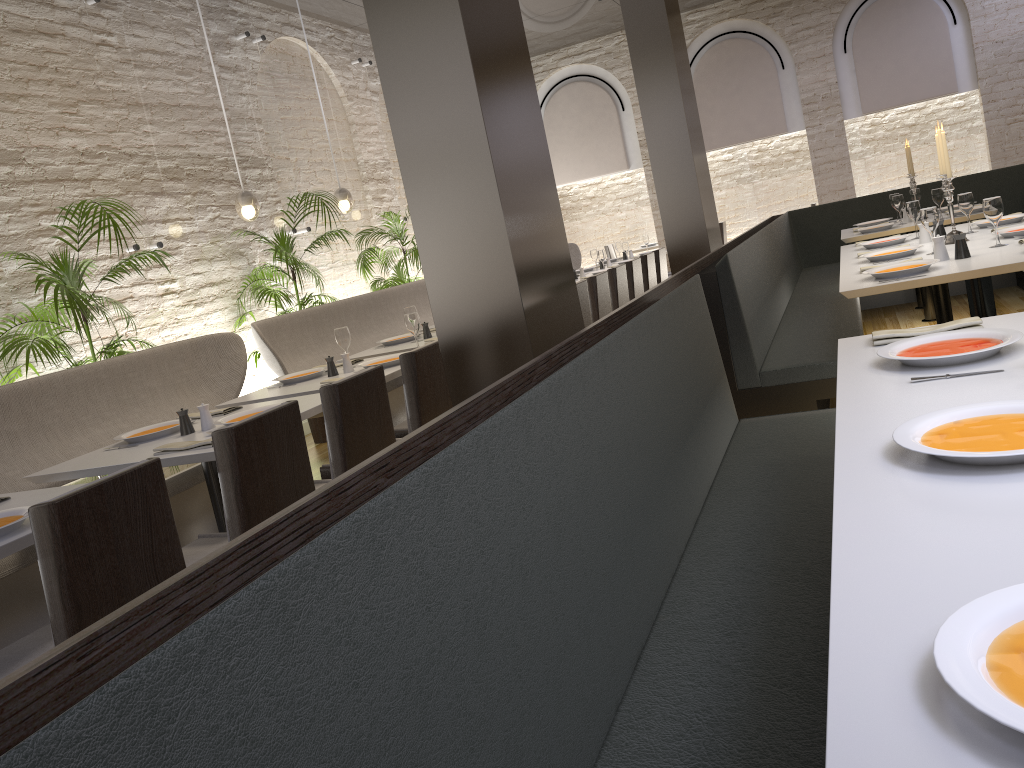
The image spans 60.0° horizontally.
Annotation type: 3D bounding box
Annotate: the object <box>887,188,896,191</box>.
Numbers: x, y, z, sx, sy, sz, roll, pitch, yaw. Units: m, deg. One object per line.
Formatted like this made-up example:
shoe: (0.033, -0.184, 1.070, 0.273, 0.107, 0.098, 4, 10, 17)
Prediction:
object: (3.823, -1.842, 8.891, 0.086, 0.230, 0.086, -17, 9, -38)

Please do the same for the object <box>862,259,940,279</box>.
object: (1.716, -0.501, 3.909, 0.321, 0.036, 0.324, -9, 9, 20)

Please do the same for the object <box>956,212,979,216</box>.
object: (3.322, -1.235, 6.425, 0.181, 0.015, 0.038, -8, 9, 23)

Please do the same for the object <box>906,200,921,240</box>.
object: (2.470, -1.005, 5.428, 0.086, 0.230, 0.087, -7, 8, 34)

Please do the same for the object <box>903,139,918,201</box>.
object: (3.172, -1.628, 7.023, 0.131, 0.654, 0.393, -8, 8, 33)

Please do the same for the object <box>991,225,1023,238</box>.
object: (2.581, -0.769, 4.433, 0.321, 0.036, 0.324, -4, 12, 41)

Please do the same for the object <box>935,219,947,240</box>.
object: (2.430, -0.875, 5.031, 0.068, 0.126, 0.069, -10, 7, 16)

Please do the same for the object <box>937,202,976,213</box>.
object: (3.643, -1.446, 7.278, 0.322, 0.036, 0.322, -15, 9, -19)

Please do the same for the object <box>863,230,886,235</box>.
object: (2.729, -1.140, 6.642, 0.185, 0.010, 0.017, -8, 9, 22)

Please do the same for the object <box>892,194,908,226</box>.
object: (3.021, -1.357, 6.905, 0.087, 0.230, 0.086, -16, 8, -32)

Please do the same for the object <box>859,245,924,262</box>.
object: (2.000, -0.683, 4.671, 0.321, 0.036, 0.324, -4, 12, 41)

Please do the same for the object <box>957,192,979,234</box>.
object: (2.605, -0.977, 5.067, 0.086, 0.230, 0.087, -7, 8, 34)

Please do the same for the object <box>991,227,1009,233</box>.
object: (2.725, -0.841, 4.740, 0.272, 0.033, 0.144, -8, 9, 22)

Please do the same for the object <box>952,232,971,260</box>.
object: (2.024, -0.624, 3.994, 0.069, 0.126, 0.068, -17, 9, -36)

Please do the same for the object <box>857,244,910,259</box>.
object: (2.095, -0.747, 4.996, 0.272, 0.033, 0.144, -8, 9, 22)

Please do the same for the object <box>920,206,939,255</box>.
object: (2.091, -0.763, 4.414, 0.086, 0.230, 0.087, -9, 7, 22)

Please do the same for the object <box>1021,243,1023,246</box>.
object: (2.296, -0.587, 3.671, 0.321, 0.036, 0.323, -12, 9, -2)

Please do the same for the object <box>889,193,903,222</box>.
object: (3.178, -1.456, 7.323, 0.087, 0.230, 0.086, -16, 8, -32)

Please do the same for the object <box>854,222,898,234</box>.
object: (2.806, -1.196, 6.828, 0.321, 0.036, 0.323, -12, 9, -2)

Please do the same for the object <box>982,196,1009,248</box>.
object: (2.262, -0.758, 4.148, 0.086, 0.230, 0.086, -15, 8, -26)

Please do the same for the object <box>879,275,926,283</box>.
object: (1.636, -0.443, 3.713, 0.185, 0.010, 0.017, -8, 9, 22)

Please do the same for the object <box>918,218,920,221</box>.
object: (3.176, -1.336, 6.935, 0.069, 0.126, 0.069, -15, 8, -26)

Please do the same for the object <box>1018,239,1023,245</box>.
object: (2.441, -0.660, 3.981, 0.272, 0.033, 0.144, -8, 9, 22)

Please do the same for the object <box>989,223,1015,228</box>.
object: (2.807, -0.906, 5.047, 0.181, 0.015, 0.038, -8, 9, 23)

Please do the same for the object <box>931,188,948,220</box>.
object: (3.157, -1.328, 6.545, 0.087, 0.230, 0.086, -16, 8, -32)

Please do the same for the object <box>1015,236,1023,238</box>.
object: (2.512, -0.718, 4.255, 0.181, 0.015, 0.038, -8, 9, 23)

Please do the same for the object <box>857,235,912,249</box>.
object: (2.293, -0.869, 5.455, 0.321, 0.036, 0.324, -9, 9, 18)

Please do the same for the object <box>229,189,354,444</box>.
object: (-1.671, -0.486, 7.067, 1.195, 1.965, 1.144, -17, 9, -37)

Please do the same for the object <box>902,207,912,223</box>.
object: (3.110, -1.330, 6.987, 0.069, 0.126, 0.069, -15, 8, -26)

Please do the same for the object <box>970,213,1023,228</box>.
object: (2.874, -0.955, 5.217, 0.321, 0.036, 0.324, -9, 9, 18)

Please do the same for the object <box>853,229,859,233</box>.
object: (2.880, -1.248, 7.098, 0.272, 0.033, 0.144, -8, 9, 22)

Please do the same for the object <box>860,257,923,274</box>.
object: (1.811, -0.566, 4.237, 0.272, 0.033, 0.144, -8, 9, 22)

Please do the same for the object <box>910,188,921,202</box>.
object: (3.395, -1.520, 7.434, 0.086, 0.230, 0.086, -13, 7, -8)

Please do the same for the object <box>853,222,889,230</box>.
object: (2.933, -1.282, 7.241, 0.272, 0.033, 0.144, -8, 9, 22)

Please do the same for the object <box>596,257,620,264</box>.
object: (1.209, -1.545, 11.173, 0.323, 0.036, 0.321, -17, 10, -30)

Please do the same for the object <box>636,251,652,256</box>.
object: (1.700, -1.618, 10.971, 0.323, 0.036, 0.321, -17, 10, -30)

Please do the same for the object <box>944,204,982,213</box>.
object: (3.561, -1.374, 6.979, 0.272, 0.033, 0.144, -8, 9, 22)

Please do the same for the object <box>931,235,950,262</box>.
object: (1.966, -0.624, 4.069, 0.068, 0.126, 0.069, -5, 10, 45)

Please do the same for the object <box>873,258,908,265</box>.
object: (1.919, -0.623, 4.472, 0.185, 0.010, 0.017, -8, 9, 22)

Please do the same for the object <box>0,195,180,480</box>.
object: (-2.398, -0.023, 5.121, 1.195, 1.965, 1.144, -17, 9, -37)

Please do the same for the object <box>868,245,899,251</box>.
object: (2.215, -0.812, 5.264, 0.185, 0.010, 0.017, -8, 9, 22)

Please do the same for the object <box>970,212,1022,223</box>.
object: (3.020, -1.030, 5.532, 0.272, 0.033, 0.144, -8, 9, 22)

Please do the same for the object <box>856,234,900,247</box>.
object: (2.390, -0.936, 5.788, 0.272, 0.033, 0.144, -8, 9, 22)

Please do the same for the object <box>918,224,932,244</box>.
object: (2.356, -0.865, 5.065, 0.068, 0.126, 0.069, -10, 7, 16)

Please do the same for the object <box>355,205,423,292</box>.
object: (-0.981, -0.927, 8.920, 1.150, 1.965, 1.188, -16, 8, -27)

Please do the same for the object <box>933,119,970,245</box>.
object: (2.300, -1.071, 4.688, 0.131, 0.654, 0.393, -8, 8, 33)

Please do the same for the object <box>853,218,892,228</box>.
object: (3.063, -1.360, 7.516, 0.321, 0.036, 0.324, -9, 9, 18)

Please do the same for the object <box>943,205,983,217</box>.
object: (3.386, -1.283, 6.590, 0.321, 0.036, 0.323, -12, 9, -2)
